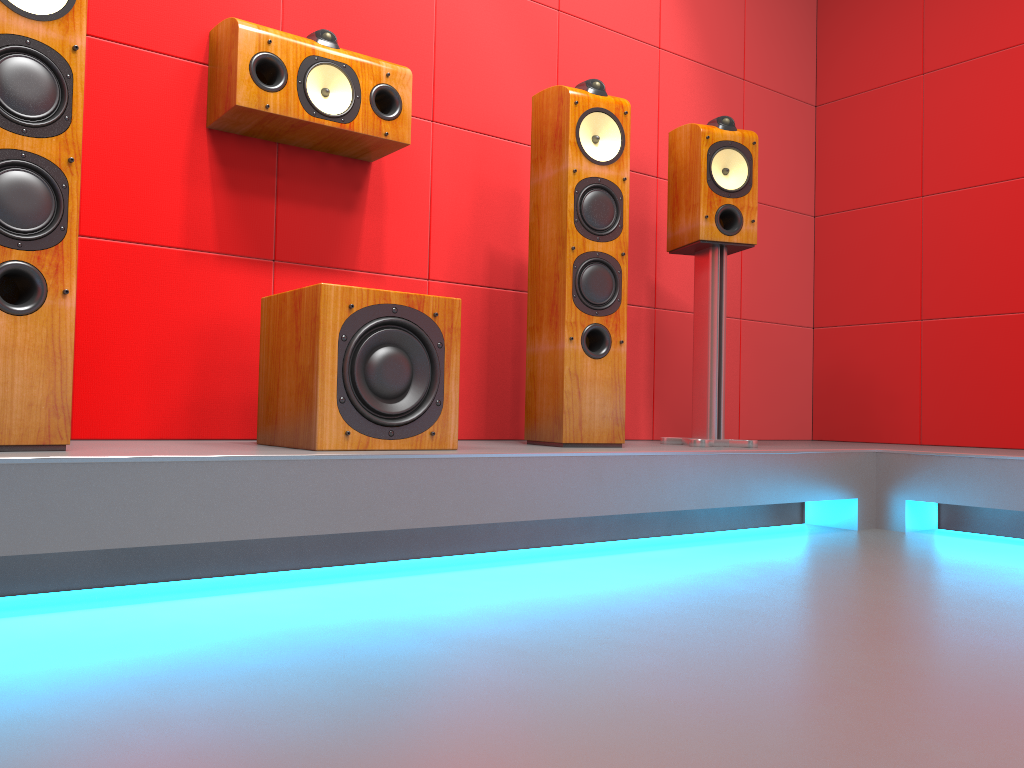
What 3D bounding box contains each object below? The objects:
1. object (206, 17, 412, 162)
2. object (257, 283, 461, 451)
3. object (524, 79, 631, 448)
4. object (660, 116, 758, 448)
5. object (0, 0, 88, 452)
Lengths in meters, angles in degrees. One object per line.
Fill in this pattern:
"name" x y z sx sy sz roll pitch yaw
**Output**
"object" -0.543 -0.809 2.418 0.493 0.271 0.235 3 -2 -36
"object" -0.368 -0.028 2.131 0.360 0.360 0.360 3 -2 -36
"object" 0.191 -0.346 2.582 0.203 1.052 0.238 2 -2 -27
"object" 0.646 -0.328 2.891 0.231 1.058 0.265 2 -2 -17
"object" -0.972 -0.402 1.693 0.238 1.052 0.203 -1 -3 43
